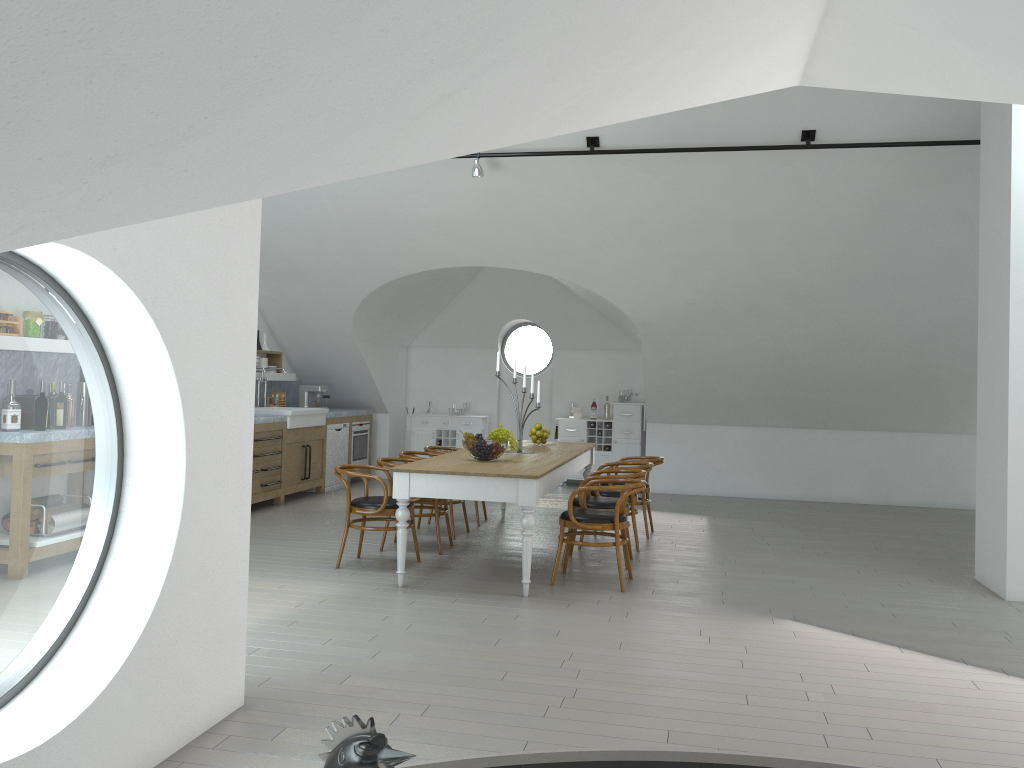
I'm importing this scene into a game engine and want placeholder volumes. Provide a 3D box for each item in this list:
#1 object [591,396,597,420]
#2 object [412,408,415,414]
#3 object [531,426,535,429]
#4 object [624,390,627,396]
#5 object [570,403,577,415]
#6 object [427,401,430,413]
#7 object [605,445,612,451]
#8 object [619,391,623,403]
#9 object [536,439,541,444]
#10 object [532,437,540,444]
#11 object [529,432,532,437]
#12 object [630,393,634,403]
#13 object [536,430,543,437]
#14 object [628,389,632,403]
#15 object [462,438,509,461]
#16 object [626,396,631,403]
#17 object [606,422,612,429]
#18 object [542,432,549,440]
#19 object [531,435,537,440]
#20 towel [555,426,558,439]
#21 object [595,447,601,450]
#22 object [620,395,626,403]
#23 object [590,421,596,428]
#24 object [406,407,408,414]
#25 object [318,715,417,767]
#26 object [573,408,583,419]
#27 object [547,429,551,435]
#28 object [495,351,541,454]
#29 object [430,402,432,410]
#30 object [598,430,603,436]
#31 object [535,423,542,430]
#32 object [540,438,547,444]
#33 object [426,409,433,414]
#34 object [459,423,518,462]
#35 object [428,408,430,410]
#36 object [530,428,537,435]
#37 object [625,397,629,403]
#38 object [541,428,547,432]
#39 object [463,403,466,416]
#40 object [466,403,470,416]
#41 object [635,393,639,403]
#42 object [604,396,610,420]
[{"bbox_3d":[1.129,0.324,12.209,0.081,0.330,0.081,1,-2,8],"label":"object"},{"bbox_3d":[-1.401,0.463,12.465,0.088,0.269,0.029,0,-2,39],"label":"object"},{"bbox_3d":[0.210,0.437,8.527,0.062,0.059,0.062,1,-1,13],"label":"object"},{"bbox_3d":[1.565,0.171,12.228,0.054,0.179,0.054,1,-1,6],"label":"object"},{"bbox_3d":[0.859,0.355,12.467,0.115,0.209,0.065,1,-1,14],"label":"object"},{"bbox_3d":[-1.187,0.331,12.678,0.039,0.175,0.054,1,-1,12],"label":"object"},{"bbox_3d":[1.314,0.871,12.114,0.081,0.081,0.358,1,0,10],"label":"object"},{"bbox_3d":[1.488,0.174,12.103,0.048,0.169,0.048,0,-2,44],"label":"object"},{"bbox_3d":[0.255,0.548,8.423,0.050,0.050,0.051,1,-1,16],"label":"object"},{"bbox_3d":[0.229,0.533,8.486,0.080,0.074,0.078,2,-1,-33],"label":"object"},{"bbox_3d":[0.191,0.481,8.496,0.062,0.059,0.062,1,-1,16],"label":"object"},{"bbox_3d":[1.633,0.189,12.076,0.046,0.143,0.046,1,-2,23],"label":"object"},{"bbox_3d":[0.261,0.471,8.392,0.071,0.064,0.072,2,-1,5],"label":"object"},{"bbox_3d":[1.628,0.169,12.234,0.063,0.187,0.063,2,-1,-2],"label":"object"},{"bbox_3d":[-0.200,0.500,6.678,0.360,0.160,0.360,2,0,-8],"label":"object"},{"bbox_3d":[1.597,0.212,12.166,0.071,0.099,0.071,1,-1,20],"label":"object"},{"bbox_3d":[1.326,0.567,12.117,0.087,0.085,0.359,1,0,12],"label":"object"},{"bbox_3d":[0.315,0.493,8.422,0.071,0.072,0.070,2,-1,-23],"label":"object"},{"bbox_3d":[0.211,0.508,8.415,0.059,0.056,0.059,2,-1,7],"label":"object"},{"bbox_3d":[0.629,0.669,12.379,0.049,0.204,0.150,1,-1,13],"label":"towel"},{"bbox_3d":[1.146,0.863,12.157,0.156,0.085,0.331,2,0,13],"label":"object"},{"bbox_3d":[1.507,0.207,12.023,0.081,0.105,0.081,2,-1,-40],"label":"object"},{"bbox_3d":[1.125,0.557,12.168,0.092,0.094,0.359,1,0,12],"label":"object"},{"bbox_3d":[-1.454,0.461,12.477,0.088,0.269,0.029,2,-2,-15],"label":"object"},{"bbox_3d":[-0.440,1.272,2.635,0.320,0.563,0.320,2,-1,-15],"label":"object"},{"bbox_3d":[0.909,0.403,12.226,0.154,0.160,0.157,1,-1,40],"label":"object"},{"bbox_3d":[0.338,0.465,8.501,0.063,0.063,0.062,2,-1,-26],"label":"object"},{"bbox_3d":[0.059,0.147,7.631,0.265,0.876,0.774,2,-1,-14],"label":"object"},{"bbox_3d":[-1.158,0.334,12.657,0.039,0.164,0.024,1,-2,25],"label":"object"},{"bbox_3d":[1.222,0.671,12.151,0.085,0.085,0.330,1,0,12],"label":"object"},{"bbox_3d":[0.254,0.407,8.459,0.072,0.074,0.072,1,-1,12],"label":"object"},{"bbox_3d":[0.302,0.542,8.476,0.063,0.063,0.064,1,-1,23],"label":"object"},{"bbox_3d":[-1.179,0.367,12.670,0.101,0.138,0.067,1,-1,12],"label":"object"},{"bbox_3d":[-0.176,0.437,6.661,0.393,0.284,0.292,2,-1,-24],"label":"object"},{"bbox_3d":[-1.175,0.347,12.678,0.097,0.137,0.029,1,-2,15],"label":"object"},{"bbox_3d":[0.207,0.453,8.440,0.066,0.071,0.072,2,-1,-19],"label":"object"},{"bbox_3d":[1.553,0.218,12.096,0.077,0.085,0.077,1,-1,20],"label":"object"},{"bbox_3d":[0.306,0.448,8.455,0.058,0.057,0.053,1,-1,27],"label":"object"},{"bbox_3d":[-0.664,0.357,12.466,0.054,0.179,0.054,2,-1,-11],"label":"object"},{"bbox_3d":[-0.615,0.355,12.425,0.063,0.187,0.063,2,-1,-3],"label":"object"},{"bbox_3d":[1.703,0.191,12.094,0.046,0.143,0.046,1,-2,23],"label":"object"},{"bbox_3d":[1.304,0.328,12.165,0.085,0.331,0.085,2,-2,-29],"label":"object"}]
